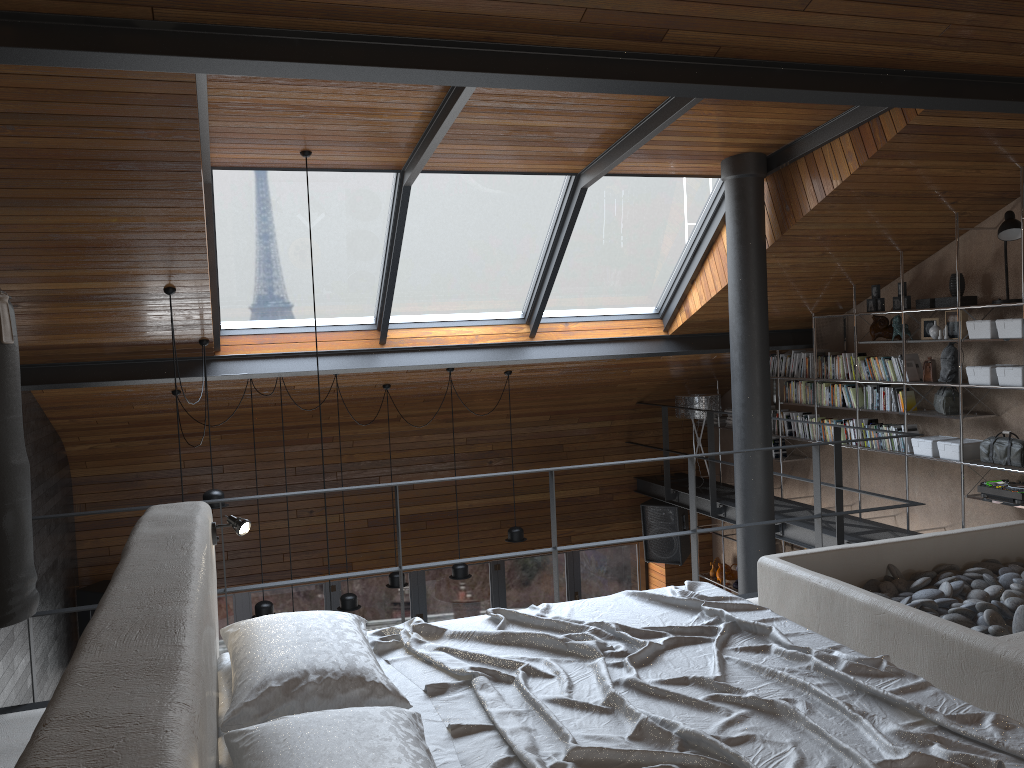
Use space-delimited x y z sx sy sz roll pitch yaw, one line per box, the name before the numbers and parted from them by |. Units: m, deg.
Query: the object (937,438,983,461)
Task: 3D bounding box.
object | 3.453 0.503 6.793 0.295 0.136 0.228 -4 3 -18

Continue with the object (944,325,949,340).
object | 3.317 -0.397 6.770 0.037 0.114 0.037 -4 3 -33

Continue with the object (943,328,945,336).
object | 3.425 -0.429 6.975 0.067 0.150 0.067 -2 3 21

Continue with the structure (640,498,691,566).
structure | 1.793 1.672 10.187 0.461 0.735 0.488 -1 3 32

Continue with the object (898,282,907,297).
object | 3.212 -0.780 7.300 0.029 0.114 0.084 -3 3 -7

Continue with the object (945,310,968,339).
object | 3.382 -0.451 6.747 0.062 0.219 0.157 -3 3 -18

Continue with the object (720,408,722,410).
object | 2.286 0.294 10.278 0.233 0.021 0.174 -4 3 -18

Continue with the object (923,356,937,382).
object | 3.321 -0.118 7.062 0.082 0.202 0.227 -1 3 33

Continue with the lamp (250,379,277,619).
lamp | -2.087 0.902 7.269 0.210 2.036 0.210 -2 3 19

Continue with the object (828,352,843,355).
object | 2.968 -0.173 8.127 0.146 0.240 0.023 -3 3 -18

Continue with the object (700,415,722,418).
object | 2.296 0.372 10.281 0.224 0.017 0.167 -4 3 -18

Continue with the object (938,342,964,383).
object | 3.375 -0.156 6.836 0.157 0.339 0.229 -2 3 9

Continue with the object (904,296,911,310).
object | 3.237 -0.663 7.260 0.029 0.117 0.086 -2 3 6

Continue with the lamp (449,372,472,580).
lamp | -0.514 0.806 8.051 0.210 1.911 0.210 -2 3 19

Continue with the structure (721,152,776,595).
structure | 1.901 1.163 6.397 1.197 5.700 1.689 -3 3 -18

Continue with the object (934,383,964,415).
object | 3.407 0.112 6.924 0.166 0.240 0.390 -2 3 14

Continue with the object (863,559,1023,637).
object | 2.292 0.991 3.867 1.842 0.246 1.435 -4 3 -18

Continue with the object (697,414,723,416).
object | 2.287 0.357 10.263 0.246 0.016 0.182 -4 3 -18

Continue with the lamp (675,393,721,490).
lamp | 2.012 0.617 9.523 0.475 1.002 0.475 -2 3 5

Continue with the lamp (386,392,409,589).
lamp | -1.113 0.872 8.198 0.210 2.002 0.210 -2 3 19

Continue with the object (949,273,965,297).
object | 3.401 -0.755 6.777 0.115 0.177 0.115 -2 3 7

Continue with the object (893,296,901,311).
object | 3.204 -0.666 7.352 0.029 0.117 0.086 -4 3 -28

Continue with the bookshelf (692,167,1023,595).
bookshelf | 4.001 0.858 5.356 0.421 6.219 10.739 -3 3 -18

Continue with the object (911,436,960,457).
object | 3.369 0.494 7.047 0.295 0.136 0.228 -4 3 -18

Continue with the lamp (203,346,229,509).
lamp | -2.246 0.311 6.579 0.210 1.206 0.210 -2 3 19

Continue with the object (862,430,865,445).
object | 3.115 0.448 7.728 0.131 0.180 0.042 -4 3 -19

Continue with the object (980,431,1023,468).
object | 3.578 0.462 6.405 0.166 0.247 0.376 -4 3 -21

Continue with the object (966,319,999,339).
object | 3.511 -0.403 6.468 0.295 0.136 0.228 -4 3 -18

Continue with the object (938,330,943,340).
object | 3.293 -0.379 6.815 0.037 0.077 0.037 -4 3 -33

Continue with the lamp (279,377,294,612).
lamp | -1.822 0.966 7.190 0.210 2.273 0.210 -2 3 19

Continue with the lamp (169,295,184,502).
lamp | -2.155 0.342 5.738 0.210 1.854 0.210 -2 3 19

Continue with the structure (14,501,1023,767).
structure | 1.188 0.919 2.911 4.614 1.120 2.634 -4 3 -18

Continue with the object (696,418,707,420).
object | 2.286 0.400 10.281 0.243 0.012 0.159 -4 3 -18

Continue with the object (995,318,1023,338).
object | 3.593 -0.394 6.221 0.295 0.136 0.228 -4 3 -18

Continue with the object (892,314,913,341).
object | 3.208 -0.467 7.292 0.197 0.220 0.102 -4 3 -34

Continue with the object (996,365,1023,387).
object | 3.604 -0.060 6.235 0.295 0.136 0.228 -4 3 -18

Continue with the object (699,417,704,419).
object | 2.298 0.387 10.291 0.216 0.012 0.161 -4 3 -18

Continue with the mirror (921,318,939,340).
mirror | 3.335 -0.440 7.058 0.130 0.168 0.069 0 4 42

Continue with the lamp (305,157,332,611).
lamp | -1.222 0.164 5.650 0.210 3.208 0.210 -2 3 4

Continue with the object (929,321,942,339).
object | 3.312 -0.422 6.933 0.091 0.146 0.091 -2 3 15

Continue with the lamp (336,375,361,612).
lamp | -1.460 0.930 7.651 0.210 2.034 0.210 -2 3 19

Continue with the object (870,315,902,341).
object | 3.168 -0.477 7.491 0.278 0.222 0.138 -1 3 28

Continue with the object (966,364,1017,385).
object | 3.520 -0.069 6.487 0.295 0.136 0.228 -4 3 -18

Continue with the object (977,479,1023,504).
object | 3.634 0.773 6.410 0.320 0.114 0.404 -4 3 -18

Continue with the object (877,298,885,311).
object | 3.114 -0.666 7.481 0.029 0.117 0.086 -3 3 2

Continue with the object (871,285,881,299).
object | 3.086 -0.782 7.519 0.029 0.114 0.084 -3 3 -11

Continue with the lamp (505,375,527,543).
lamp | 0.003 0.700 8.386 0.210 1.565 0.210 -2 3 19

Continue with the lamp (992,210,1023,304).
lamp | 3.543 -0.903 6.323 0.233 0.660 0.322 -1 3 35

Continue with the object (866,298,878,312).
object | 3.074 -0.669 7.570 0.029 0.117 0.086 -4 3 -32
